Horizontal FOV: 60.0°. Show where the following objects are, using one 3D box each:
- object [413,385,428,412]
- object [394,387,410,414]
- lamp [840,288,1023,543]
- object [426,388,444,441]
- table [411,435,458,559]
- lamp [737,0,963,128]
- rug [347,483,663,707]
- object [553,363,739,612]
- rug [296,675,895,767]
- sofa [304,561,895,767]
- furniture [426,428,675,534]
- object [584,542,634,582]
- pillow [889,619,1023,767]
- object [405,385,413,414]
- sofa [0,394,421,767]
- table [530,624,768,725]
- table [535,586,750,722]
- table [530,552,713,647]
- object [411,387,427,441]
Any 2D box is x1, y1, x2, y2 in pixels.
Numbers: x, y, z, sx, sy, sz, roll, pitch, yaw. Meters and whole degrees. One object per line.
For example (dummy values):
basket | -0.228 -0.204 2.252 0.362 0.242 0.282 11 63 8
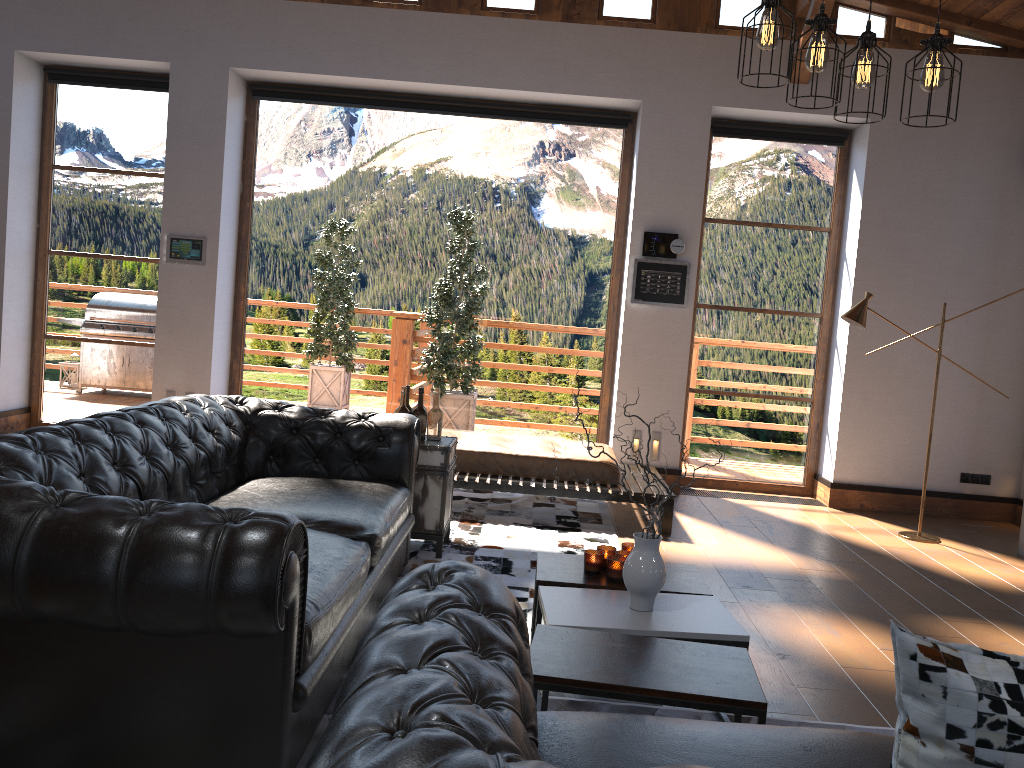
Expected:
object | -0.512 0.150 4.912 0.087 0.286 0.088 6 4 14
object | -0.588 0.157 4.744 0.088 0.286 0.087 3 4 -22
lamp | 2.906 0.142 6.100 1.312 1.897 0.532 6 4 22
object | -0.417 0.163 4.846 0.087 0.286 0.088 5 4 11
table | -0.540 0.598 4.853 0.417 0.609 0.406 5 4 1
lamp | 1.255 -2.052 3.084 0.805 2.199 0.261 4 4 -8
rug | -0.574 0.862 5.006 2.430 0.053 3.815 5 4 2
object | 0.438 0.359 3.028 0.617 0.807 0.408 5 4 12
rug | 0.402 1.184 1.872 4.041 0.053 2.436 5 4 2
sofa | 0.947 0.873 1.377 2.566 0.837 1.241 5 4 0
furniture | -0.308 0.593 6.285 2.758 0.436 1.177 5 4 1
object | 0.442 0.693 3.446 0.244 0.081 0.306 8 6 40
pillow | 0.774 0.551 1.310 0.527 0.468 0.284 5 4 4
object | -0.580 0.150 4.847 0.087 0.286 0.088 8 5 41
sofa | -1.106 0.553 3.323 1.239 0.837 2.569 5 4 1
table | 0.362 0.970 2.568 0.649 0.350 0.401 5 4 6
table | 0.415 0.940 3.023 0.651 0.350 0.400 4 4 -4
table | 0.407 0.905 3.460 0.650 0.350 0.401 5 4 1
object | -0.500 0.160 4.793 0.088 0.286 0.087 3 4 -21
